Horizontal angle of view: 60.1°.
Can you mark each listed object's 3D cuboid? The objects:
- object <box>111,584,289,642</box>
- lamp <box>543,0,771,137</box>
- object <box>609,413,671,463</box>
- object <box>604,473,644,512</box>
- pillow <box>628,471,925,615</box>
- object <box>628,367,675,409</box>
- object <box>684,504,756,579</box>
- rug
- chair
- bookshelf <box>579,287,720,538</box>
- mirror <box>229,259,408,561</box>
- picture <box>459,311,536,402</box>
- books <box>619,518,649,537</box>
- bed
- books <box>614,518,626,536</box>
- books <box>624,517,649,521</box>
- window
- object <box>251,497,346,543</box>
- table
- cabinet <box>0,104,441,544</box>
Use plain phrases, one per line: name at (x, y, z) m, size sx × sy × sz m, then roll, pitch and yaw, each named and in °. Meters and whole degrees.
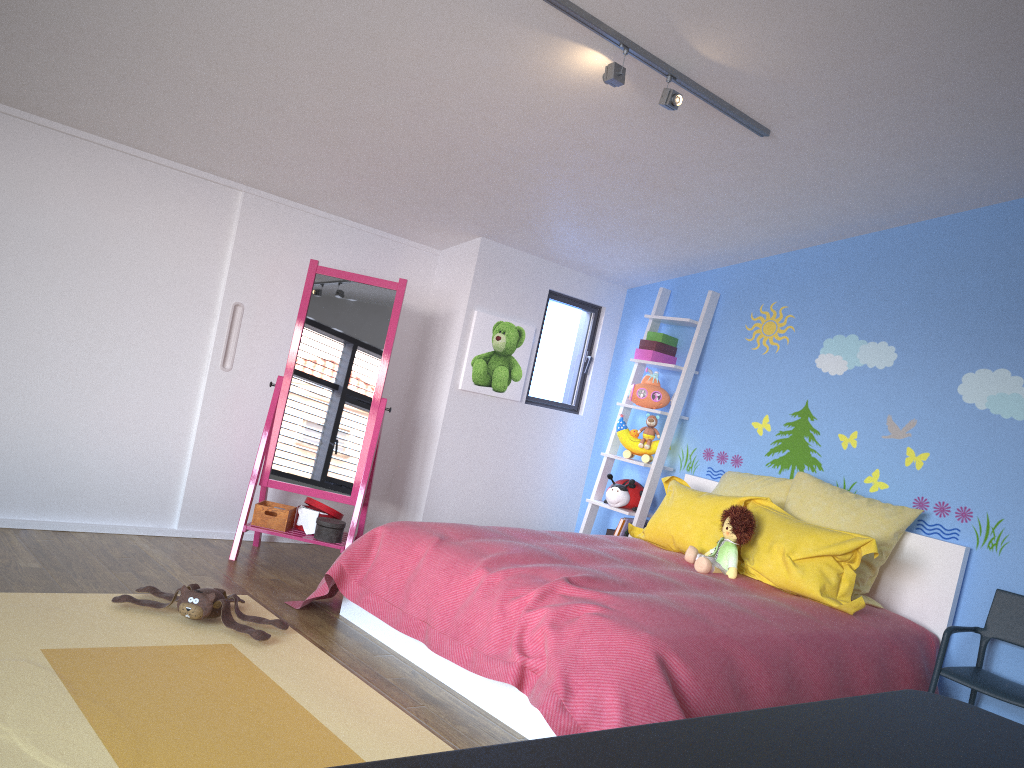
object at (-1.104, 0.786, 3.278) m, size 0.604 × 0.112 × 0.399 m, roll 12°, pitch 0°, yaw 8°
lamp at (0.538, -1.024, 3.059) m, size 1.211 × 0.144 × 0.123 m, roll 13°, pitch 1°, yaw -38°
object at (0.731, 0.301, 5.078) m, size 0.370 × 0.282 × 0.154 m, roll 12°, pitch 2°, yaw 21°
object at (0.649, 0.624, 5.121) m, size 0.324 × 0.183 × 0.251 m, roll 12°, pitch 0°, yaw -34°
pillow at (1.199, 0.652, 4.207) m, size 0.683 × 0.533 × 1.336 m, roll 12°, pitch 0°, yaw -40°
object at (0.828, 0.032, 5.121) m, size 0.294 × 0.234 × 0.158 m, roll 12°, pitch 2°, yaw 19°
object at (0.927, 0.687, 3.898) m, size 0.251 × 0.342 × 0.285 m, roll 12°, pitch 1°, yaw -6°
rug at (-0.834, 0.913, 2.422) m, size 1.206 × 0.006 × 2.186 m, roll 13°, pitch -1°, yaw -41°
chair at (1.980, 1.189, 3.480) m, size 0.418 × 0.676 × 0.509 m, roll 10°, pitch 2°, yaw -44°
bookshelf at (0.738, 0.335, 5.128) m, size 0.382 × 1.855 × 0.388 m, roll 10°, pitch 3°, yaw -41°
mirror at (-0.911, 0.162, 4.349) m, size 0.610 × 1.492 × 0.416 m, roll 12°, pitch 2°, yaw 0°
picture at (-0.080, -0.151, 5.030) m, size 0.453 × 0.444 × 0.026 m, roll 11°, pitch 2°, yaw -41°
books at (2.532, 4.591, 5.267) m, size 5.393 × 6.723 × 0.359 m, roll 12°, pitch 2°, yaw 0°
bed at (0.567, 0.819, 3.690) m, size 2.329 × 0.813 × 1.914 m, roll 12°, pitch 0°, yaw -41°
books at (0.643, 0.884, 5.021) m, size 0.198 × 0.249 × 0.079 m, roll 11°, pitch 2°, yaw -41°
books at (0.660, 0.885, 5.063) m, size 0.210 × 0.254 × 0.077 m, roll 11°, pitch 2°, yaw -41°
window at (0.274, -0.214, 5.451) m, size 0.589 × 0.749 × 0.207 m, roll 11°, pitch 2°, yaw -41°
object at (-1.012, 0.646, 4.401) m, size 0.444 × 0.159 × 0.368 m, roll 12°, pitch 0°, yaw 5°
table at (0.289, 0.756, 0.572) m, size 1.342 × 0.760 × 0.802 m, roll 12°, pitch 1°, yaw -41°
cabinet at (-2.174, -0.262, 3.761) m, size 4.254 × 1.767 × 0.052 m, roll 12°, pitch 2°, yaw -41°
